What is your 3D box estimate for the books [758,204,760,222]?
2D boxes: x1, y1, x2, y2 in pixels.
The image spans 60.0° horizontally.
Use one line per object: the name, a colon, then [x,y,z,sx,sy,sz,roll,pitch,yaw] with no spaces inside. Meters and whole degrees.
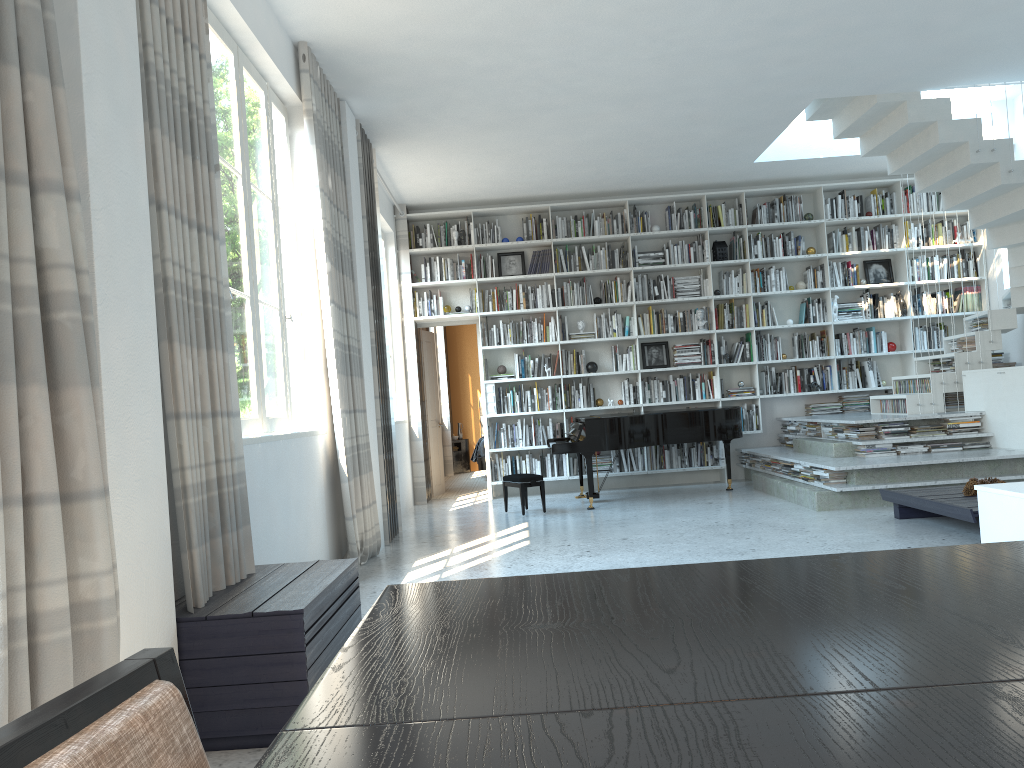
books: [2.690,-1.835,9.729,0.011,0.244,0.172,-4,-1,0]

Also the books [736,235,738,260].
books: [2.450,-1.474,9.706,0.021,0.288,0.179,-4,-1,0]

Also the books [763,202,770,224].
books: [2.782,-1.847,9.728,0.030,0.255,0.161,-4,-1,0]

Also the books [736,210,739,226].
books: [2.453,-1.793,9.726,0.022,0.194,0.182,-4,-1,0]

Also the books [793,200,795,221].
books: [3.067,-1.869,9.724,0.014,0.258,0.149,-4,-1,0]

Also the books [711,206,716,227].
books: [2.197,-1.809,9.723,0.034,0.261,0.157,-4,-1,0]

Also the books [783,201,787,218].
books: [2.976,-1.859,9.721,0.008,0.251,0.170,-4,-1,0]

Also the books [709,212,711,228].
books: [2.155,-1.771,9.732,0.015,0.192,0.160,-4,-1,0]

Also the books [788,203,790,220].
books: [3.013,-1.876,9.731,0.012,0.280,0.144,-4,-1,0]

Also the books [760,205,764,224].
books: [2.723,-1.831,9.715,0.013,0.229,0.174,-4,-1,0]

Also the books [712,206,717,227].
books: [2.218,-1.811,9.731,0.008,0.262,0.142,-4,-1,0]

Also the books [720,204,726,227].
books: [2.312,-1.823,9.737,0.030,0.274,0.151,-4,-1,0]

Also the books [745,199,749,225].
books: [2.549,-1.856,9.710,0.019,0.304,0.176,-4,-1,0]

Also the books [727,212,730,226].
books: [2.351,-1.779,9.716,0.022,0.180,0.173,-4,-1,0]

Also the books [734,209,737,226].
books: [2.429,-1.796,9.733,0.025,0.203,0.162,-4,-1,0]

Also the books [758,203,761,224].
books: [2.701,-1.841,9.738,0.012,0.255,0.133,-4,-1,0]

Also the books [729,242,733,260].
books: [2.405,-1.433,9.731,0.019,0.214,0.156,-4,-1,0]

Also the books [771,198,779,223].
books: [2.888,-1.873,9.729,0.024,0.292,0.167,-4,-1,0]

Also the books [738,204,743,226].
books: [2.488,-1.826,9.710,0.029,0.253,0.186,-4,-1,0]

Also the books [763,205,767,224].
books: [2.754,-1.831,9.728,0.028,0.226,0.163,-4,-1,0]

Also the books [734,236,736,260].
books: [2.427,-1.464,9.712,0.022,0.272,0.181,-4,-1,0]

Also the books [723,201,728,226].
books: [2.331,-1.837,9.720,0.010,0.297,0.167,-4,-1,0]

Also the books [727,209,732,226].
books: [2.373,-1.792,9.717,0.024,0.201,0.180,-4,-1,0]

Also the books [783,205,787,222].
books: [2.965,-1.834,9.705,0.018,0.201,0.188,-4,-1,0]

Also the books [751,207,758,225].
books: [2.654,-1.813,9.713,0.046,0.206,0.183,-4,-1,0]

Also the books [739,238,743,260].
books: [2.495,-1.457,9.700,0.013,0.248,0.186,-4,-1,0]

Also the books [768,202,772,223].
books: [2.807,-1.850,9.730,0.021,0.256,0.169,-4,-1,0]

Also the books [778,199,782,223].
books: [2.926,-1.872,9.736,0.007,0.285,0.159,-4,-1,0]

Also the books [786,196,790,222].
books: [2.993,-1.885,9.704,0.015,0.299,0.183,-4,-1,0]

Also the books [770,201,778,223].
books: [2.863,-1.855,9.706,0.028,0.258,0.185,-4,-1,0]

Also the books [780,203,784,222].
books: [2.940,-1.847,9.716,0.018,0.231,0.160,-4,-1,0]

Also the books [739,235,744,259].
books: [2.518,-1.480,9.735,0.005,0.292,0.130,-4,-1,0]

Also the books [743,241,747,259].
books: [2.528,-1.442,9.700,0.008,0.213,0.223,-4,-1,0]

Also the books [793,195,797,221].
books: [3.093,-1.902,9.746,0.008,0.321,0.133,-4,-1,0]

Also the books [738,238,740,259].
books: [2.473,-1.459,9.715,0.005,0.255,0.158,-4,-1,0]

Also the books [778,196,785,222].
books: [2.949,-1.888,9.722,0.006,0.312,0.179,-4,-1,0]

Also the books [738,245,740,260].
books: [2.466,-1.436,9.725,0.013,0.210,0.140,-4,-1,0]

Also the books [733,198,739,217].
books: [2.465,-1.862,9.744,0.012,0.329,0.128,-4,-1,0]

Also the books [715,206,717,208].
books: [2.240,-1.813,9.749,0.007,0.264,0.133,-4,-1,0]

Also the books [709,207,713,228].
books: [2.164,-1.796,9.707,0.007,0.239,0.191,-4,-1,0]

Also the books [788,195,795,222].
books: [3.054,-1.893,9.718,0.008,0.307,0.182,-4,-1,0]

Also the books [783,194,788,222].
books: [2.981,-1.899,9.721,0.007,0.329,0.183,-4,-1,0]

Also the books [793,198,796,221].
books: [3.080,-1.891,9.729,0.019,0.299,0.137,-4,-1,0]

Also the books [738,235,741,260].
books: [2.481,-1.476,9.743,0.013,0.289,0.131,-4,-1,0]

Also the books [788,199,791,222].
books: [3.024,-1.874,9.727,0.008,0.275,0.163,-4,-1,0]

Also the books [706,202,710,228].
books: [2.140,-1.823,9.726,0.007,0.298,0.181,-4,-1,0]

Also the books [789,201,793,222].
books: [3.040,-1.864,9.726,0.024,0.252,0.149,-4,-1,0]

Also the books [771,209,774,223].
books: [2.836,-1.818,9.747,0.031,0.190,0.132,-4,-1,0]

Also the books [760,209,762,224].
books: [2.714,-1.806,9.727,0.009,0.183,0.160,-4,-1,0]

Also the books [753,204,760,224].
books: [2.680,-1.835,9.720,0.009,0.244,0.173,-4,-1,0]

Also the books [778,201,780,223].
books: [2.908,-1.876,9.741,0.017,0.295,0.139,-4,-1,0]

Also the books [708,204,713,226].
books: [2.176,-1.816,9.733,0.007,0.279,0.150,-4,-1,0]

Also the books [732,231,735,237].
books: [2.432,-1.498,9.728,0.025,0.339,0.143,-4,-1,0]

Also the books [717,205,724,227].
books: [2.271,-1.811,9.716,0.054,0.254,0.191,-4,-1,0]

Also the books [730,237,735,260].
books: [2.410,-1.463,9.699,0.021,0.272,0.190,-4,-1,0]

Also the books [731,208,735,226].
books: [2.401,-1.800,9.713,0.031,0.213,0.169,-4,-1,0]

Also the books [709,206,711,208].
books: [2.170,-1.806,9.722,0.006,0.259,0.166,-4,-1,0]

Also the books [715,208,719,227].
books: [2.230,-1.798,9.713,0.015,0.233,0.171,-4,-1,0]

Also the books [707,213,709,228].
books: [2.132,-1.775,9.743,0.016,0.204,0.143,-4,-1,0]
